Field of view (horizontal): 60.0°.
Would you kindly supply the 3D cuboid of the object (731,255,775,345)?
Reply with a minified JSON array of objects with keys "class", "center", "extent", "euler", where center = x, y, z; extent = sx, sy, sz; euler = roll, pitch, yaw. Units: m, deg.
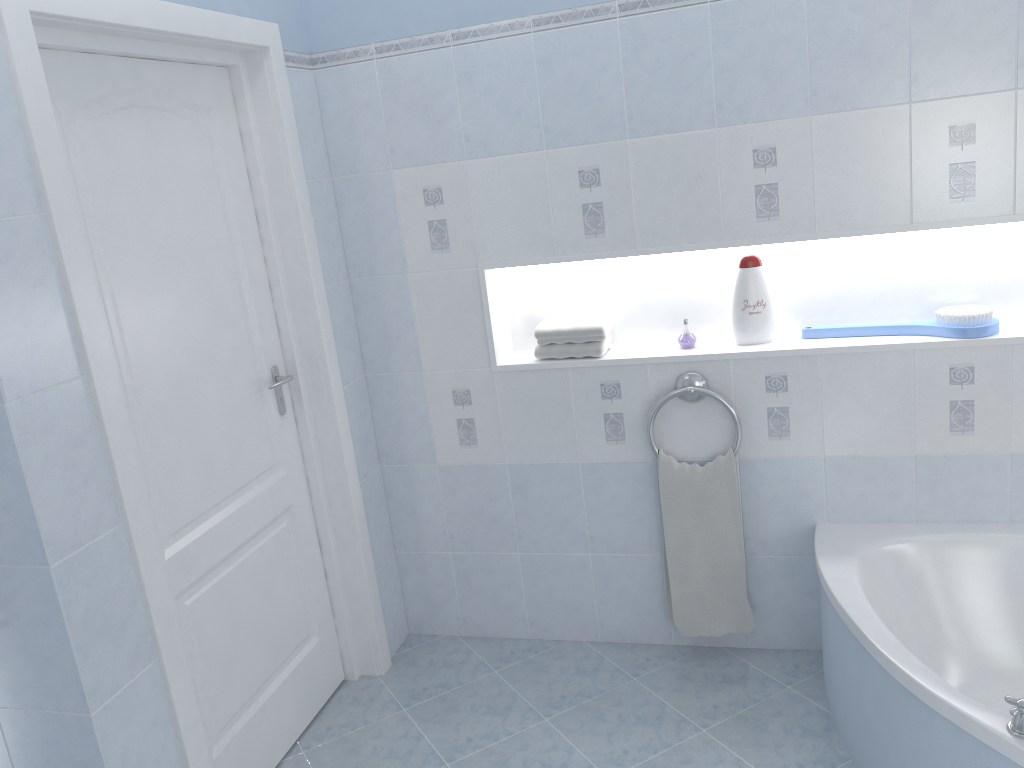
[{"class":"object","center":[0.740,-0.259,2.732],"extent":[0.134,0.276,0.063],"euler":[-6,14,6]}]

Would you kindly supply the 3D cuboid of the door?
[{"class":"door","center":[-0.800,0.152,2.428],"extent":[0.098,2.011,0.823],"euler":[-3,15,17]}]

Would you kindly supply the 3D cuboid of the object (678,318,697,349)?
[{"class":"object","center":[0.552,-0.161,2.804],"extent":[0.059,0.094,0.059],"euler":[-4,15,12]}]

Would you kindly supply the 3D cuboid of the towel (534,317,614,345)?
[{"class":"towel","center":[0.205,-0.178,2.899],"extent":[0.232,0.062,0.163],"euler":[-2,15,19]}]

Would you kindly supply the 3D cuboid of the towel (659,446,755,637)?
[{"class":"towel","center":[0.610,0.506,2.816],"extent":[0.280,0.634,0.101],"euler":[-3,15,15]}]

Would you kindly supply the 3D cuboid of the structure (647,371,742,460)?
[{"class":"structure","center":[0.564,0.126,2.753],"extent":[0.291,0.332,0.051],"euler":[-3,15,17]}]

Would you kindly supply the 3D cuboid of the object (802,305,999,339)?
[{"class":"object","center":[1.158,-0.187,2.660],"extent":[0.534,0.065,0.172],"euler":[2,17,31]}]

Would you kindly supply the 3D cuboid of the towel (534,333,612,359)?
[{"class":"towel","center":[0.201,-0.127,2.914],"extent":[0.232,0.060,0.162],"euler":[-2,15,19]}]

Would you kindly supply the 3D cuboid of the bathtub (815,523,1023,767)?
[{"class":"bathtub","center":[1.496,0.732,1.856],"extent":[1.578,0.670,1.596],"euler":[-3,15,17]}]
